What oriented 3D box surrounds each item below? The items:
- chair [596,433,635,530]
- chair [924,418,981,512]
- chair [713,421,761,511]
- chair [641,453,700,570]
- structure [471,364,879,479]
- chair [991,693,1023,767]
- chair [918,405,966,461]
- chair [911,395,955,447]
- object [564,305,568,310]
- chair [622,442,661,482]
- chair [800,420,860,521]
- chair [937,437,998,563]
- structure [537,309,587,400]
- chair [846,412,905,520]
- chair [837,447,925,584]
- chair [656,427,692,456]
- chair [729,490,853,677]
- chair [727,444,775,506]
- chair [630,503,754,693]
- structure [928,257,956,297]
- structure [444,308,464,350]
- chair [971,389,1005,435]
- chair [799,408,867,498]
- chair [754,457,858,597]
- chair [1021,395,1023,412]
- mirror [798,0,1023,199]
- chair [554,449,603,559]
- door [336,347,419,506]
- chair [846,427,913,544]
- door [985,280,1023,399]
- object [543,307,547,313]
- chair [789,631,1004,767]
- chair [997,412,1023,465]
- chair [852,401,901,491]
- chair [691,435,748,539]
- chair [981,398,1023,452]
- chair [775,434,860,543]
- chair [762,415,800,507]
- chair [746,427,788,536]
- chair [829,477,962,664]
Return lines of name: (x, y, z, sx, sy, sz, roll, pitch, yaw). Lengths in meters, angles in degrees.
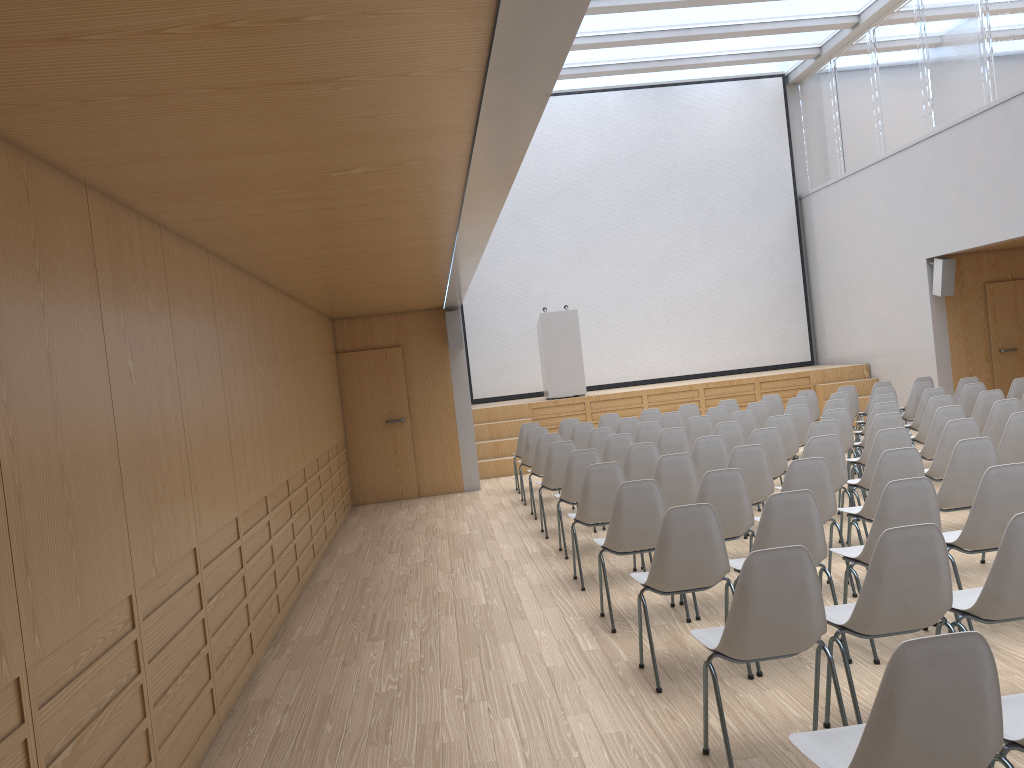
chair: (1.015, 0.897, 8.470, 0.479, 0.876, 0.505, -6, 1, -5)
chair: (3.271, 0.684, 6.662, 0.479, 0.876, 0.505, -6, 1, -5)
chair: (2.035, 0.783, 8.501, 0.479, 0.876, 0.505, -6, 1, -5)
chair: (1.164, 0.922, 6.475, 0.479, 0.876, 0.505, -6, 1, -5)
structure: (2.549, 0.541, 14.680, 6.551, 1.027, 2.728, -6, 1, -5)
chair: (1.537, 0.965, 2.434, 0.479, 0.876, 0.505, -6, 1, -5)
chair: (3.690, 0.616, 7.685, 0.479, 0.876, 0.505, -6, 1, -5)
chair: (4.124, 0.546, 8.727, 0.479, 0.876, 0.505, -6, 1, -5)
object: (0.909, -1.125, 14.223, 0.166, 0.305, 0.252, -7, 2, -33)
chair: (1.079, 0.911, 7.453, 0.479, 0.876, 0.505, -6, 1, -5)
chair: (2.616, 0.737, 7.618, 0.479, 0.876, 0.505, -6, 1, -5)
chair: (2.809, 0.758, 5.599, 0.479, 0.876, 0.505, -6, 1, -5)
structure: (0.784, -0.465, 14.286, 0.605, 1.379, 0.605, -6, 1, -5)
chair: (3.158, 0.676, 7.656, 0.479, 0.876, 0.505, -6, 1, -5)
chair: (2.324, 0.813, 5.516, 0.479, 0.876, 0.505, -6, 1, -5)
chair: (1.511, 0.841, 8.495, 0.479, 0.876, 0.505, -6, 1, -5)
chair: (1.350, 0.943, 4.484, 0.479, 0.876, 0.505, -6, 1, -5)
chair: (1.687, 0.863, 6.503, 0.479, 0.876, 0.505, -6, 1, -5)
chair: (0.855, 0.999, 4.422, 0.479, 0.876, 0.505, -6, 1, -5)
structure: (5.963, -1.482, 12.266, 0.196, 0.542, 0.368, -6, 1, -5)
structure: (-0.761, -0.723, 11.669, 0.196, 0.542, 0.368, -6, 1, -5)
chair: (4.614, 0.491, 8.751, 0.479, 0.876, 0.505, -6, 1, -5)
chair: (3.069, 0.666, 8.593, 0.479, 0.876, 0.505, -6, 1, -5)
chair: (1.782, 0.873, 5.526, 0.479, 0.876, 0.505, -6, 1, -5)
chair: (5.115, 0.434, 8.843, 0.479, 0.876, 0.505, -6, 1, -5)
mirror: (6.072, -4.343, 7.349, 0.253, 2.090, 17.826, -6, 1, -5)
chair: (0.604, 0.964, 7.439, 0.479, 0.876, 0.505, -6, 1, -5)
door: (-1.782, 0.561, 11.716, 0.873, 2.024, 0.108, -6, 1, -5)
chair: (2.725, 0.747, 6.555, 0.479, 0.876, 0.505, -6, 1, -5)
door: (7.212, -0.454, 12.514, 0.873, 2.024, 0.108, -6, 1, -5)
object: (0.565, -1.086, 14.192, 0.166, 0.305, 0.252, -7, 2, -33)
chair: (1.034, 1.023, 2.348, 0.479, 0.876, 0.505, -6, 1, -5)
chair: (3.744, 0.631, 6.686, 0.479, 0.876, 0.505, -6, 1, -5)
chair: (3.587, 0.606, 8.708, 0.479, 0.876, 0.505, -6, 1, -5)
chair: (1.621, 0.851, 7.419, 0.479, 0.876, 0.505, -6, 1, -5)
chair: (4.183, 0.561, 7.709, 0.479, 0.876, 0.505, -6, 1, -5)
chair: (2.247, 0.799, 6.581, 0.479, 0.876, 0.505, -6, 1, -5)
chair: (2.533, 0.726, 8.566, 0.479, 0.876, 0.505, -6, 1, -5)
chair: (2.108, 0.795, 7.545, 0.479, 0.876, 0.505, -6, 1, -5)
chair: (1.910, 0.881, 4.475, 0.479, 0.876, 0.505, -6, 1, -5)
